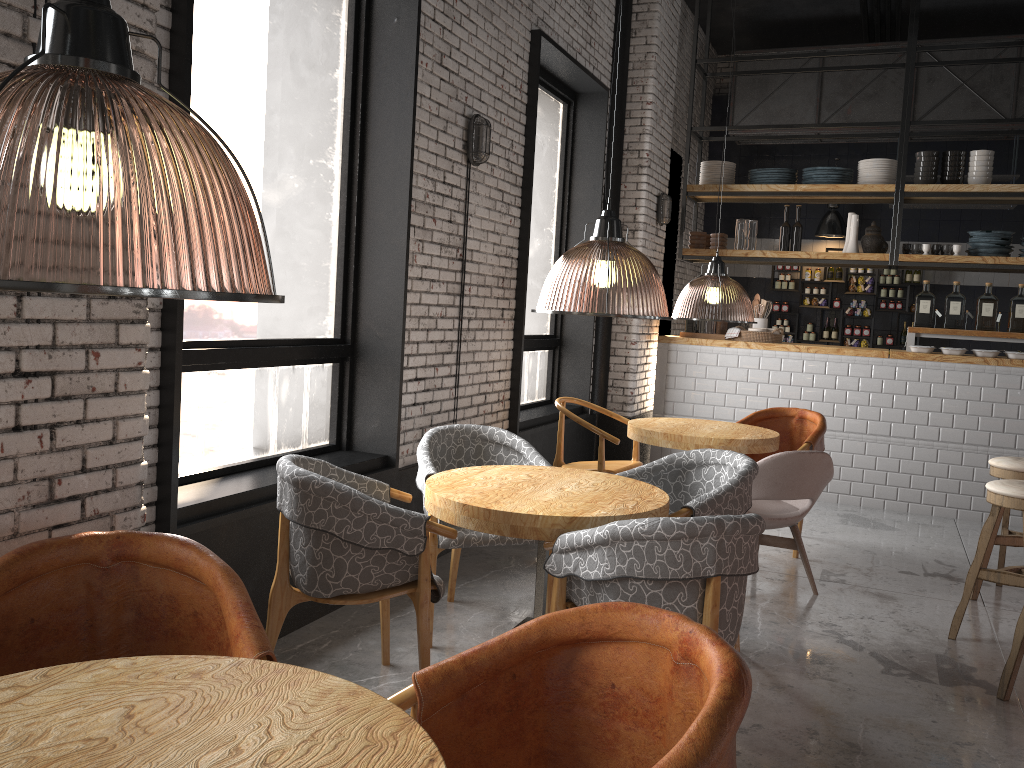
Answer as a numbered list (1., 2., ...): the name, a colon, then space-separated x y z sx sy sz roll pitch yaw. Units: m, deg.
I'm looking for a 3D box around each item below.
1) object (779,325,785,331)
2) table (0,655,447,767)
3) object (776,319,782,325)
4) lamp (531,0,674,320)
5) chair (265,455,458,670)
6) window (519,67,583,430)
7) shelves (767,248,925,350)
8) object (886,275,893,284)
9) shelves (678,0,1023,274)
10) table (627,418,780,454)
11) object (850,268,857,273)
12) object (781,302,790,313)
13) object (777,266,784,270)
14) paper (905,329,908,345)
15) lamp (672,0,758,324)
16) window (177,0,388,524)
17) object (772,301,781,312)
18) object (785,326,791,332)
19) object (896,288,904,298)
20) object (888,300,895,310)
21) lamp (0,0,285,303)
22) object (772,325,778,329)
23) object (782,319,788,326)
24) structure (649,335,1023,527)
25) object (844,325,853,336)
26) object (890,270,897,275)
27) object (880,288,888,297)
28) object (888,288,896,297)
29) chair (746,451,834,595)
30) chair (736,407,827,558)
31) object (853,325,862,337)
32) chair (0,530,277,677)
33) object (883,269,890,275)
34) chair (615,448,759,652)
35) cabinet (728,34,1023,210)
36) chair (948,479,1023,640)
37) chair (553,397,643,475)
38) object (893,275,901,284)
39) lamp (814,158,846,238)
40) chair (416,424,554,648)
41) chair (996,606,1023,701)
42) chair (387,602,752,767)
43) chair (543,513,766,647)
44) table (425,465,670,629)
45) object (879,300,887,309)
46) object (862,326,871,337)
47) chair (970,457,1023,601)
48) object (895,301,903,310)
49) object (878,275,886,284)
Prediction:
1. object: 3.417 -0.702 11.242 0.071 0.083 0.071 4 4 13
2. table: -0.572 0.953 1.224 0.932 0.808 0.934 2 5 -20
3. object: 3.392 -0.788 11.253 0.071 0.083 0.071 -1 6 -42
4. lamp: 0.410 -1.455 3.291 0.536 2.403 0.537 1 4 -25
5. chair: -0.617 0.731 3.265 0.643 0.927 0.682 2 4 -23
6. window: 0.213 -1.063 6.827 0.365 2.693 1.536 5 4 23
7. shelves: 4.096 -0.926 10.966 1.762 1.480 0.157 5 4 23
8. object: 4.569 -1.263 10.730 0.076 0.110 0.076 7 6 43
9. shelves: 4.393 -2.494 7.527 5.680 3.062 0.598 5 4 23
10. table: 1.176 0.677 5.602 0.932 0.808 0.934 1 5 -25
11. object: 4.194 -1.441 10.883 0.079 0.156 0.079 6 5 33
12. object: 3.465 -0.975 11.235 0.100 0.139 0.088 5 4 23
13. object: 3.401 -1.495 11.239 0.081 0.113 0.071 5 4 23
14. paper: 3.424 -0.405 7.697 0.012 0.163 0.108 5 4 23
15. lamp: 1.313 -1.586 5.424 0.536 2.403 0.537 1 4 -25
16. window: -1.036 -0.882 3.880 0.365 2.693 1.536 5 4 23
17. object: 3.365 -0.984 11.277 0.100 0.139 0.088 5 4 23
18. object: 3.493 -0.695 11.209 0.071 0.083 0.071 -1 6 -42
19. object: 4.680 -1.095 10.691 0.076 0.110 0.076 2 4 -12
20. object: 4.605 -0.959 10.750 0.081 0.113 0.071 5 4 22
21. lamp: -0.514 -1.320 1.112 0.536 2.403 0.537 1 4 -25
22. object: 3.344 -0.709 11.272 0.071 0.083 0.071 6 5 33
23. object: 3.461 -0.781 11.218 0.071 0.083 0.071 1 5 -27
24. structure: 4.240 0.441 7.634 5.804 1.344 1.512 5 5 23
25. object: 4.154 -0.664 10.956 0.100 0.139 0.088 5 4 23
26. object: 4.613 -1.370 10.710 0.076 0.110 0.076 5 5 28
27. object: 4.515 -1.111 10.760 0.076 0.110 0.076 0 6 -42
28. object: 4.596 -1.103 10.725 0.076 0.110 0.076 3 4 -2
29. chair: 1.382 0.731 4.984 0.770 0.849 0.803 2 4 -18
30. chair: 1.820 0.636 5.993 0.644 0.927 0.682 -1 6 -45
31. object: 4.253 -0.655 10.914 0.100 0.139 0.088 5 4 23
32. chair: -0.868 0.832 1.919 0.681 0.927 0.645 1 5 -25
33. object: 4.538 -1.377 10.740 0.076 0.110 0.076 3 4 -2
34. chair: 0.761 0.760 3.842 0.643 0.927 0.682 2 4 -23
35. cabinet: 5.370 -2.780 9.589 5.867 1.766 0.682 5 4 23
36. chair: 2.393 0.866 4.154 0.480 0.804 0.439 3 4 -3
37. chair: 0.522 0.568 5.975 0.644 0.920 0.613 6 5 30
38. object: 4.645 -1.256 10.700 0.076 0.110 0.076 5 4 18
39. lamp: 3.939 -2.278 10.846 0.390 0.936 0.390 5 4 25
40. chair: -0.152 0.682 4.151 0.681 0.927 0.645 2 4 -23
41. chair: 2.164 0.914 3.451 0.480 0.804 0.439 1 5 -28
42. chair: 0.128 0.916 1.602 0.643 0.927 0.682 1 5 -30
43. chair: 0.482 0.828 2.861 0.681 0.927 0.645 2 4 -23
44. table: 0.113 0.802 3.443 0.932 0.808 0.934 2 5 -20
45. object: 4.515 -0.967 10.788 0.081 0.113 0.071 5 4 22
46. object: 4.348 -0.646 10.874 0.100 0.139 0.088 5 4 23
47. chair: 2.804 0.815 5.021 0.439 0.804 0.481 3 4 -8
48. object: 4.681 -0.951 10.718 0.081 0.113 0.071 5 4 22
49. object: 4.493 -1.270 10.763 0.076 0.110 0.076 6 5 33
